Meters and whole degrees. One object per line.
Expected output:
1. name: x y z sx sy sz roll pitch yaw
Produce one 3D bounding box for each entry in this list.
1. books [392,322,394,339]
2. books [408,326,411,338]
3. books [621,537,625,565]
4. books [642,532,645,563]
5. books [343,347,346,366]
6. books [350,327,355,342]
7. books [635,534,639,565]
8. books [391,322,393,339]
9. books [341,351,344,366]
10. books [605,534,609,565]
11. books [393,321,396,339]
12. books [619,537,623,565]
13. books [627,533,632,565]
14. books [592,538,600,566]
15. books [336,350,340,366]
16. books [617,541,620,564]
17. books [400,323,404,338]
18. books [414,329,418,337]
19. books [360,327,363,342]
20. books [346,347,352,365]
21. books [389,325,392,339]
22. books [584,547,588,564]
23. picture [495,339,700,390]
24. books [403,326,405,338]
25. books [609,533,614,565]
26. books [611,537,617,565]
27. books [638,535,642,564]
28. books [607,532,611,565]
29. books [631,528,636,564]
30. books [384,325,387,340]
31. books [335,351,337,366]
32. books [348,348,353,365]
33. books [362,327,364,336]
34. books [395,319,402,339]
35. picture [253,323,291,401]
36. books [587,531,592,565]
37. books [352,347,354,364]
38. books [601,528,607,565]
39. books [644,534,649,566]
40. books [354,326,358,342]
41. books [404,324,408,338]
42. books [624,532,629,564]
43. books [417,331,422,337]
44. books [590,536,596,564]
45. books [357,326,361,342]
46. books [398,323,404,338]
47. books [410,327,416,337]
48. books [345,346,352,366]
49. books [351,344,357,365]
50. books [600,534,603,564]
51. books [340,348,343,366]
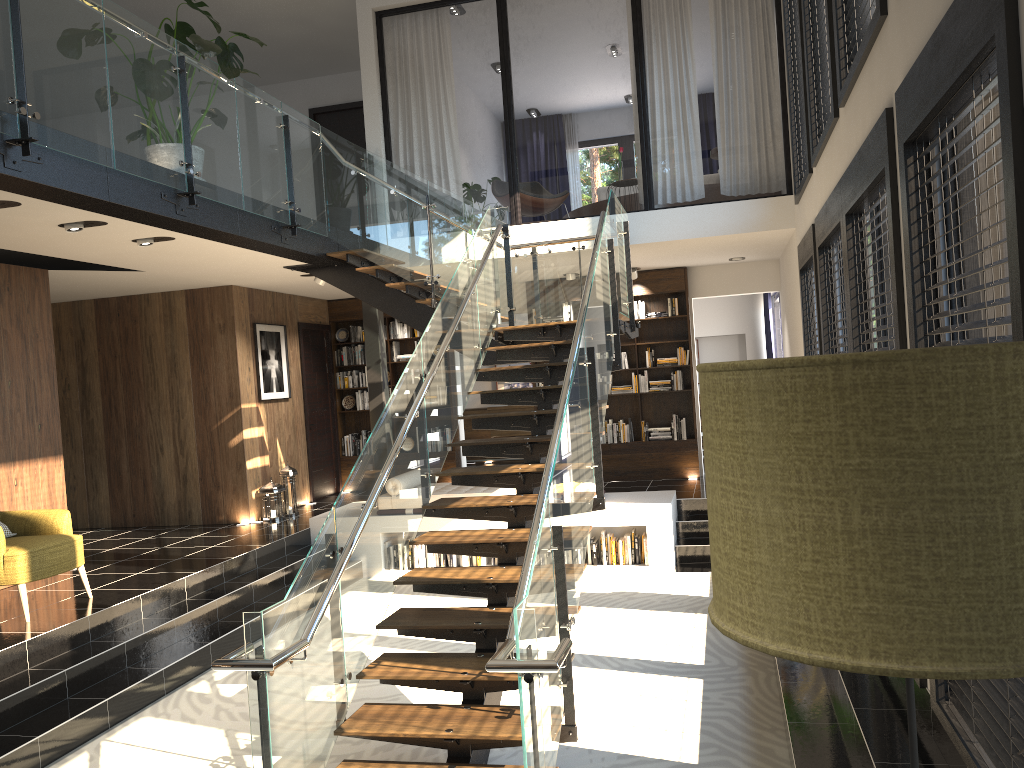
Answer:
1. books: -1.598 -0.735 12.248 0.014 0.231 0.280 -4 1 13
2. books: -1.392 -0.745 12.246 0.042 0.223 0.163 -4 1 13
3. books: 1.115 1.657 8.815 0.021 0.248 0.197 -4 1 13
4. books: 1.305 1.624 8.799 0.043 0.287 0.147 -4 1 14
5. books: -2.311 -0.385 12.430 0.035 0.255 0.183 -4 1 13
6. books: -2.203 -0.687 12.381 0.024 0.216 0.210 -4 1 13
7. books: 1.247 1.635 8.795 0.030 0.273 0.185 -4 1 13
8. books: -1.616 -0.737 12.273 0.033 0.237 0.231 -4 1 13
9. books: -2.338 -0.358 12.438 0.025 0.204 0.192 -4 1 13
10. books: 0.959 1.649 8.868 0.023 0.283 0.175 -4 1 13
11. books: -1.586 -0.740 12.240 0.013 0.239 0.255 -4 1 13
12. books: 1.092 1.659 8.815 0.024 0.246 0.211 -4 1 13
13. books: 1.177 1.634 8.808 0.028 0.285 0.210 -4 1 13
14. books: 0.845 1.684 8.886 0.032 0.229 0.228 -4 1 13
15. books: -2.425 -0.365 12.465 0.023 0.231 0.143 -4 1 13
16. books: 1.078 1.675 8.853 0.022 0.216 0.137 -4 1 13
17. books: -1.492 -0.731 12.263 0.027 0.207 0.203 -4 1 13
18. books: -1.299 -0.764 12.220 0.064 0.247 0.209 -4 1 13
19. books: -2.074 -0.694 12.390 0.014 0.212 0.184 -4 1 13
20. books: -2.261 -0.391 12.419 0.027 0.261 0.181 -4 1 13
21. books: -1.644 -0.719 12.268 0.021 0.204 0.224 -4 1 13
22. books: 0.747 1.658 8.941 0.066 0.294 0.142 -4 1 13
23. picture: 1.434 -0.261 15.326 3.544 0.748 0.035 -4 1 13
24. books: -1.462 -0.715 12.253 0.034 0.171 0.158 -4 1 13
25. books: 1.003 1.645 8.859 0.025 0.285 0.164 -4 1 13
26. books: 1.023 1.662 8.831 0.025 0.249 0.208 -4 1 13
27. books: 1.275 1.642 8.801 0.019 0.255 0.180 -4 1 13
28. books: 0.981 1.638 8.866 0.021 0.302 0.167 -4 1 13
29. books: 1.213 1.609 8.813 0.042 0.328 0.205 -4 1 13
30. books: -1.730 -0.712 12.276 0.023 0.202 0.201 -4 1 13
31. books: -2.442 -0.357 12.488 0.023 0.215 0.148 -4 1 13
32. books: -2.232 -0.384 12.392 0.039 0.243 0.179 -4 1 13
33. books: -2.051 -0.691 12.402 0.025 0.203 0.156 -4 1 13
34. books: -1.547 -0.761 12.205 0.011 0.276 0.287 -4 1 13
35. picture: -2.884 -0.267 10.699 0.028 0.911 0.748 -4 1 13
36. books: 0.788 1.646 8.916 0.027 0.312 0.189 -4 1 13
37. books: -2.184 -0.394 12.408 0.018 0.256 0.172 -4 1 13
38. books: 0.931 1.625 8.865 0.028 0.334 0.205 -4 1 13
39. books: 1.337 1.634 8.754 0.037 0.264 0.272 -4 1 13
40. books: -2.154 -0.694 12.396 0.026 0.222 0.202 -4 1 13
41. books: -1.432 -0.737 12.239 0.034 0.211 0.205 -4 1 13
42. books: 1.149 1.636 8.834 0.039 0.284 0.199 -4 1 13
43. books: -1.252 -0.794 12.159 0.017 0.302 0.266 -4 1 13
44. books: 0.821 1.672 8.923 0.030 0.256 0.160 -4 1 13
45. books: -2.111 -0.694 12.393 0.059 0.216 0.159 -4 1 13
46. books: -1.519 -0.733 12.251 0.019 0.216 0.214 -4 1 13
47. books: -1.349 -0.788 12.188 0.015 0.303 0.251 -4 1 13
48. books: -2.285 -0.393 12.420 0.022 0.267 0.197 -4 1 13
49. books: -2.201 -0.409 12.414 0.015 0.288 0.154 -4 1 13
50. books: 0.914 1.651 8.904 0.026 0.284 0.177 -4 1 13
51. books: -2.378 -0.381 12.473 0.066 0.255 0.127 -4 1 13
